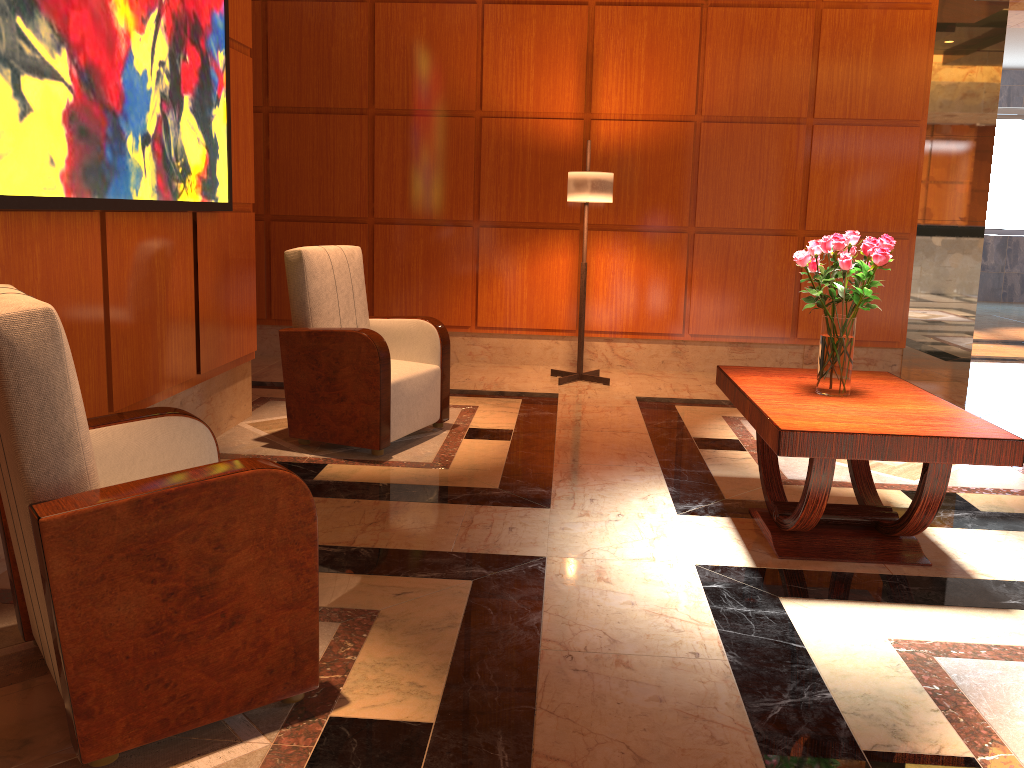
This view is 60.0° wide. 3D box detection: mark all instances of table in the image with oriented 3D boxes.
[{"bbox_3d":[1.200,0.304,3.272,0.725,0.531,1.175,2,11,3],"label":"table"}]

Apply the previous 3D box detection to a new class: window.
[{"bbox_3d":[7.067,-3.260,13.625,2.883,1.901,0.138,2,9,3],"label":"window"}]

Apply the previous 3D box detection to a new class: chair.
[{"bbox_3d":[-0.744,-0.214,4.521,0.629,0.955,0.741,5,10,22],"label":"chair"},{"bbox_3d":[-0.902,0.247,2.119,0.630,0.955,0.741,-6,12,-37],"label":"chair"}]

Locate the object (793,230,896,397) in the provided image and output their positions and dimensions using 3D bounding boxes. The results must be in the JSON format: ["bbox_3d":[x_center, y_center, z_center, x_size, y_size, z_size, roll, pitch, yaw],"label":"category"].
[{"bbox_3d":[1.187,-0.255,3.203,0.327,0.592,0.352,6,10,23],"label":"object"}]

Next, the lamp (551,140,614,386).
[{"bbox_3d":[0.508,-0.821,6.049,0.360,1.651,0.530,1,9,-6],"label":"lamp"}]

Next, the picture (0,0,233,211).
[{"bbox_3d":[-1.417,-1.499,3.162,0.056,1.725,2.009,2,10,3],"label":"picture"}]
